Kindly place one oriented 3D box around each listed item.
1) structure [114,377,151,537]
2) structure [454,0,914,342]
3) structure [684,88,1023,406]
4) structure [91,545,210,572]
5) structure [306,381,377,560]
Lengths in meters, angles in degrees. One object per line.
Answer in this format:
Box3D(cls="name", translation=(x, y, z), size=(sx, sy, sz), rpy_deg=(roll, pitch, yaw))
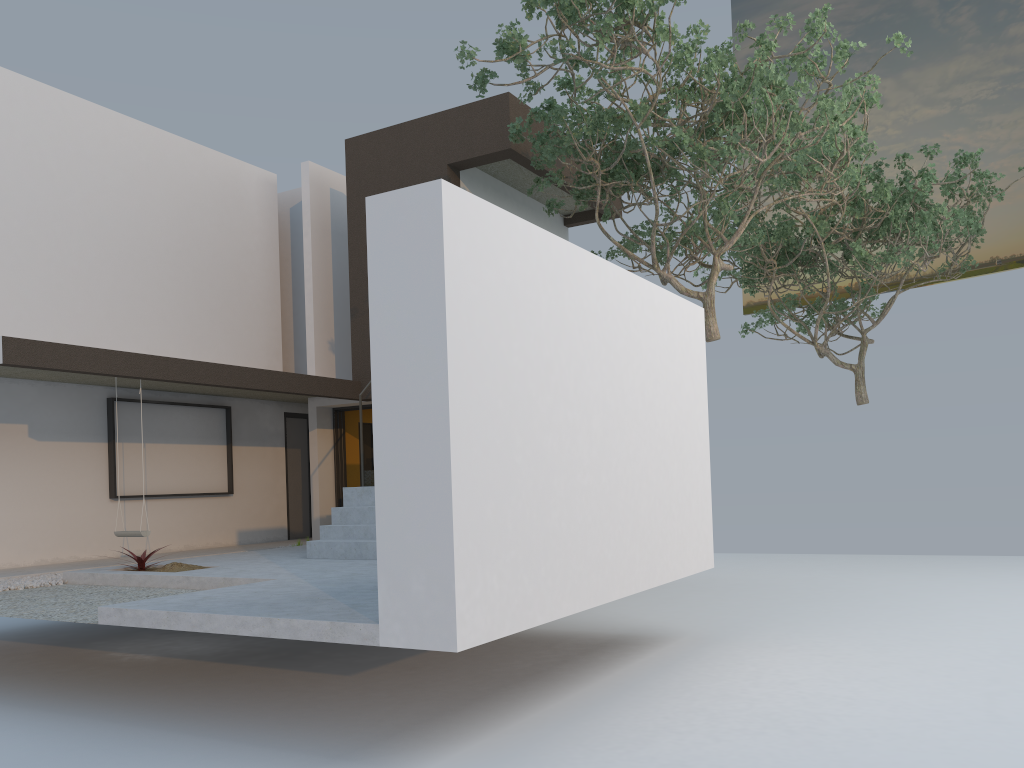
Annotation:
Box3D(cls="structure", translation=(-4.245, 0.767, 9.813), size=(0.463, 1.863, 0.129), rpy_deg=(-3, -1, 30))
Box3D(cls="structure", translation=(2.049, -2.329, 9.980), size=(4.337, 3.691, 5.767), rpy_deg=(-3, -5, 10))
Box3D(cls="structure", translation=(5.847, -1.976, 15.393), size=(5.512, 4.691, 7.329), rpy_deg=(-3, -5, 10))
Box3D(cls="structure", translation=(-3.478, 1.743, 8.653), size=(1.207, 0.291, 0.748), rpy_deg=(-6, -7, 30))
Box3D(cls="structure", translation=(-0.075, 0.068, 11.800), size=(1.161, 3.935, 6.561), rpy_deg=(-3, -5, 30))
